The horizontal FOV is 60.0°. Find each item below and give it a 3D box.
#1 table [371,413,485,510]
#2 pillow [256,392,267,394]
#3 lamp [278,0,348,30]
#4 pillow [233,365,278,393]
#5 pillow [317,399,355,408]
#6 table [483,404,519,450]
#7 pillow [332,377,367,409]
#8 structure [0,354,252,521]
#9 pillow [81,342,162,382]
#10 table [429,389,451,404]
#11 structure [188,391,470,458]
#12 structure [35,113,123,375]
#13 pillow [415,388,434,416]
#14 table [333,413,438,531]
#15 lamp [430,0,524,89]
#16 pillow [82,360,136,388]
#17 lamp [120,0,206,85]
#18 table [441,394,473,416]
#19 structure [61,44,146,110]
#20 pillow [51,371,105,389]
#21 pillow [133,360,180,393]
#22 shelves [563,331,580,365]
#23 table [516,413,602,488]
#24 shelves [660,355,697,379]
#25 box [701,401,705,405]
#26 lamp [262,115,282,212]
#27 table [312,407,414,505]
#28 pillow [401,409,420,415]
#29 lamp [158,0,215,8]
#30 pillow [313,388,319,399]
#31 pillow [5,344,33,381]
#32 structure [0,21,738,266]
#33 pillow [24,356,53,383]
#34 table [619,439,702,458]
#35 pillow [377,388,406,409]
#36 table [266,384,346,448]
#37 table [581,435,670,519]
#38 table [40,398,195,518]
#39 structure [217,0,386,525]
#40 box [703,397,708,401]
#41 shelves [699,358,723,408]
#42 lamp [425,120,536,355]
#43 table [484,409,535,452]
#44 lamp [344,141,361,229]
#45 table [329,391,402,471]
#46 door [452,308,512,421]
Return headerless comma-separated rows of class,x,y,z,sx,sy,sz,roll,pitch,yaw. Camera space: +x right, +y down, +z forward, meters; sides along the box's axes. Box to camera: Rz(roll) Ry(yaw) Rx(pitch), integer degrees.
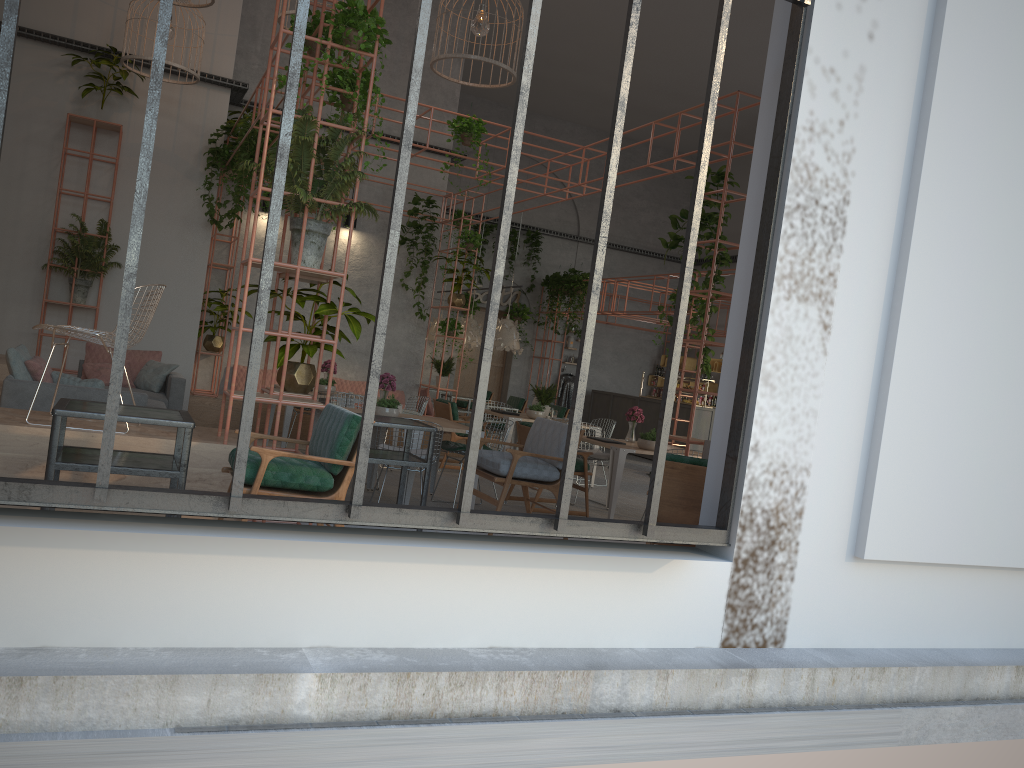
table,-0.866,0.777,8.789,0.694,0.830,1.214,8,1,-24
pillow,-3.631,0.195,12.677,0.637,0.149,0.491,8,1,-23
lamp,-2.006,-5.807,10.193,0.883,3.476,0.883,9,1,29
pillow,-3.706,-0.011,13.091,0.839,0.474,0.276,7,1,-33
pillow,-2.680,0.322,13.101,0.637,0.149,0.491,8,1,-23
table,-0.329,0.767,15.360,0.635,0.798,0.602,8,1,-24
pillow,-2.527,0.147,13.568,0.839,0.474,0.276,8,1,-3
structure,-4.162,0.012,7.200,3.396,1.111,9.152,8,1,-24
pillow,-4.546,-0.200,10.335,0.836,0.476,0.273,8,1,-23
table,-1.725,0.511,18.570,0.635,0.798,0.602,8,1,-24
structure,-3.568,0.452,15.557,4.386,0.500,5.831,8,1,-24
structure,-5.470,-1.509,11.154,0.624,3.596,0.424,8,1,-24
pillow,-1.534,0.269,14.702,0.276,0.474,0.839,7,1,-33
table,-0.961,0.640,6.230,0.635,0.798,0.602,8,1,-24
lamp,-0.151,-4.880,8.993,0.883,3.476,0.883,9,1,29
pillow,-4.556,-0.130,10.044,0.479,0.317,0.441,7,1,-42
lamp,-3.955,-5.448,10.563,0.883,3.476,0.883,9,1,29
table,-1.027,0.639,16.965,0.635,0.798,0.602,8,1,-24
structure,-5.021,-3.811,11.010,0.934,0.803,0.903,9,1,38
pillow,-3.505,0.085,7.252,0.499,0.324,0.307,8,1,11
pillow,-4.122,-0.090,10.176,0.495,0.349,0.308,9,1,26
shelves,1.536,-0.841,20.939,0.560,0.790,0.186,8,1,-24
table,0.608,0.920,12.431,0.694,0.830,1.214,8,1,-24
shelves,3.814,0.254,21.053,0.328,1.838,1.750,8,1,-24
box,4.264,0.424,19.701,0.058,0.093,0.122,8,1,-24
lamp,-3.451,-3.218,12.921,0.179,1.425,0.185,8,1,-24
table,-1.494,0.694,8.505,0.694,0.830,1.205,8,1,-24
pillow,-1.758,0.446,13.512,0.637,0.149,0.491,8,1,-23
lamp,-3.249,-5.741,9.010,0.883,3.476,0.883,9,1,29
pillow,-3.122,0.116,13.331,0.666,0.385,0.289,8,1,-28
pillow,-4.001,-0.069,7.298,0.276,0.474,0.839,8,1,-23
structure,0.650,-3.372,12.269,15.603,0.110,15.203,8,1,-24
pillow,-3.864,-0.018,7.347,0.289,0.385,0.666,8,1,-23
table,1.729,1.137,9.893,0.694,0.830,1.214,8,1,-24
pillow,-1.959,0.271,13.849,0.666,0.385,0.289,8,1,-28
table,-2.582,0.494,11.006,0.694,0.830,1.205,8,1,-24
table,1.099,1.054,9.607,0.694,0.830,1.205,8,1,-24
table,-2.000,0.525,4.479,0.635,0.798,0.602,8,1,-24
structure,-1.314,-0.818,5.725,0.748,3.623,0.722,8,1,-24
box,4.313,0.336,19.718,0.058,0.093,0.122,8,1,-13
shelves,4.577,0.394,19.297,0.328,1.838,1.750,8,1,-24
lamp,-0.588,-2.666,16.943,0.704,4.052,4.456,8,1,-24
table,-0.022,0.835,12.146,0.694,0.830,1.205,8,1,-24
lamp,-2.356,-3.072,13.409,0.179,1.425,0.185,8,1,-24
table,-1.952,0.578,11.291,0.694,0.830,1.214,8,1,-24
door,-0.906,-0.416,20.816,1.360,2.729,0.551,8,1,-24
